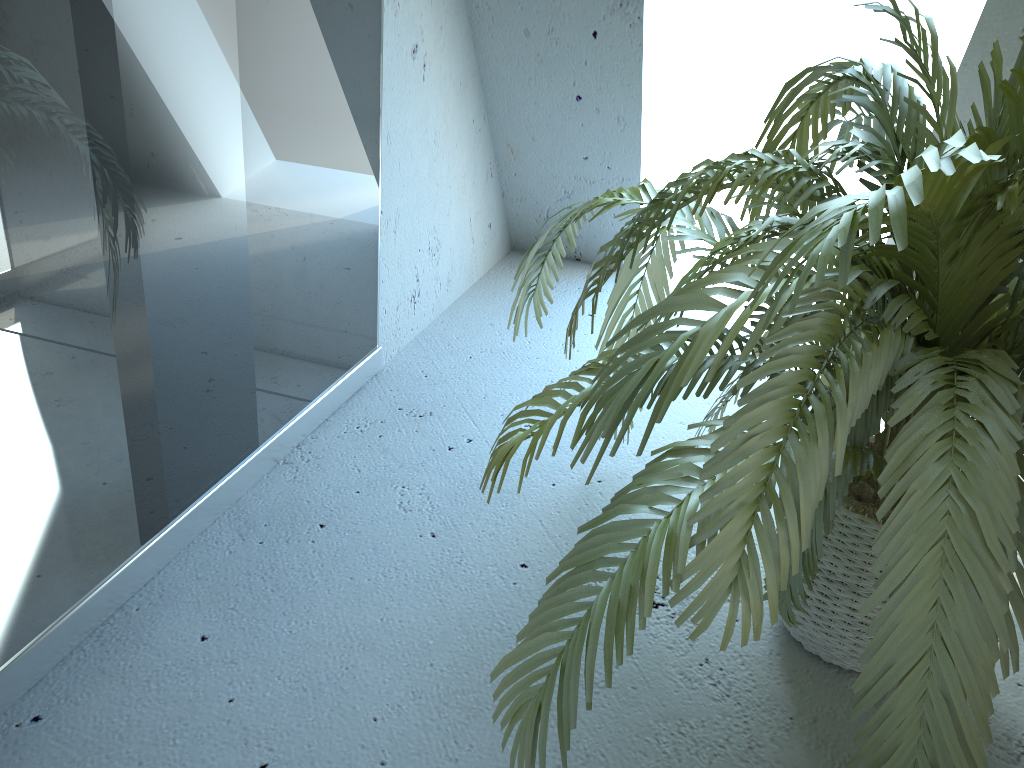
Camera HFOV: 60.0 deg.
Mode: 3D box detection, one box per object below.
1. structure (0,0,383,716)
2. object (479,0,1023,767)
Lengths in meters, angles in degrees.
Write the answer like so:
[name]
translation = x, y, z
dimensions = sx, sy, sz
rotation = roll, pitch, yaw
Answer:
[structure]
translation = -1.050, -0.723, 0.898
dimensions = 1.184, 2.114, 1.835
rotation = 12, 27, 14
[object]
translation = 0.525, -0.018, 1.133
dimensions = 1.112, 0.893, 1.132
rotation = 2, 27, -7
